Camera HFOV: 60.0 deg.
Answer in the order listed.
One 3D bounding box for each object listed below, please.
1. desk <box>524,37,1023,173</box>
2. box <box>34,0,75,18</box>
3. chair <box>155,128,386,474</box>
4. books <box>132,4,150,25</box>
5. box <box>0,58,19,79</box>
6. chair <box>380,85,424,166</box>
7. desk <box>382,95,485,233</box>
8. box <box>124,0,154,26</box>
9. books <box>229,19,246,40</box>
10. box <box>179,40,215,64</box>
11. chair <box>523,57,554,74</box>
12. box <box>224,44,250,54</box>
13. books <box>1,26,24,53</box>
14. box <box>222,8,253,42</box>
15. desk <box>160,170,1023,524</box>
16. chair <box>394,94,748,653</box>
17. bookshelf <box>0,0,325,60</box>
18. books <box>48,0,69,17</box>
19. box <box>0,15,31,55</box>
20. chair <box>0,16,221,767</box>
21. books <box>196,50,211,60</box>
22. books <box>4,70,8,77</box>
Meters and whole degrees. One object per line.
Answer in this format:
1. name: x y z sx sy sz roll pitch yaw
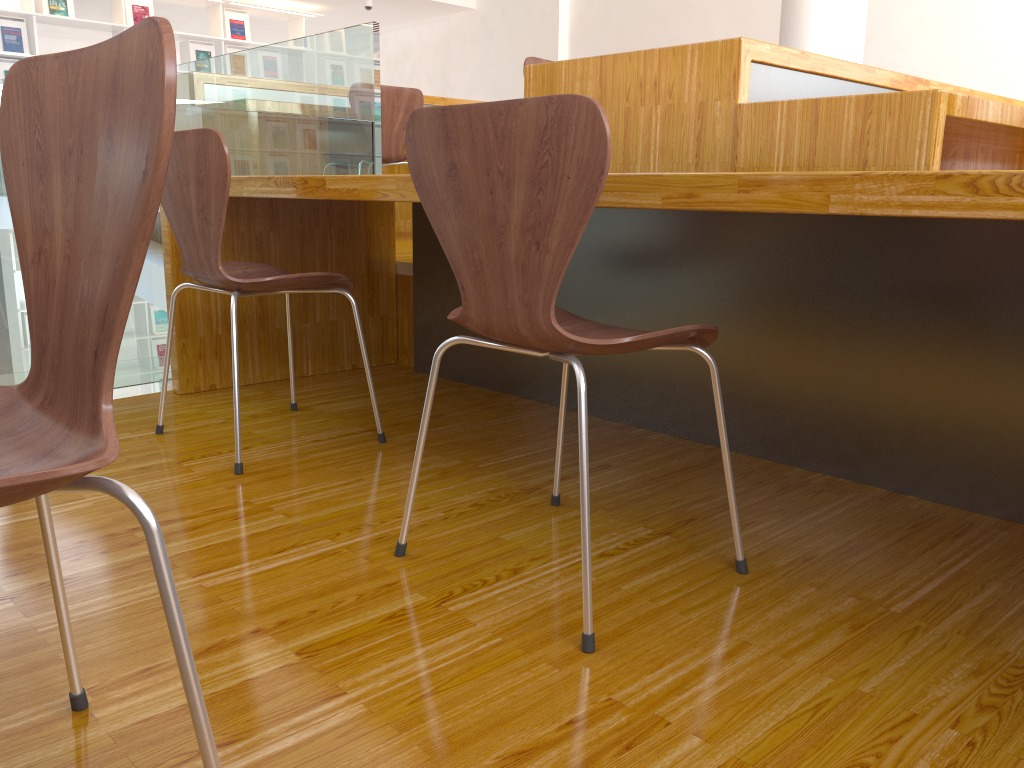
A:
1. desk: 1.615 -0.706 3.388 3.194 0.762 1.247 -11 17 -42
2. box: -3.841 -3.210 7.438 0.245 0.296 0.274 -11 17 -42
3. chair: -0.571 -0.210 2.030 0.381 0.693 0.428 -11 17 -42
4. books: -3.273 -3.232 7.835 0.145 0.210 0.037 -11 17 -42
5. box: -4.122 -2.518 7.326 0.245 0.296 0.274 -11 17 -42
6. chair: -0.671 -1.033 4.190 0.428 0.693 0.381 -11 17 -42
7. desk: -0.392 -1.315 5.351 3.196 0.757 1.248 -11 17 -42
8. box: -3.345 -3.303 7.891 0.245 0.296 0.274 -11 17 -42
9. books: -2.610 -3.355 8.444 0.145 0.210 0.037 -11 17 -42
10. box: -2.942 -3.057 8.338 0.245 0.296 0.274 -11 17 -42
11. chair: 0.291 -0.786 3.118 0.428 0.693 0.381 -11 17 -42
12. box: -2.678 -3.107 8.581 0.245 0.296 0.274 -11 17 -42
13. books: -4.048 -2.781 7.188 0.145 0.210 0.037 -11 17 -42
14. box: -2.674 -3.427 8.511 0.245 0.296 0.274 -11 17 -42
15. desk: 0.451 -0.049 1.553 0.760 0.606 3.356 -11 17 -42
16. chair: 0.094 -0.051 1.340 0.381 0.693 0.428 -11 17 -42
17. bookshelf: -3.128 -2.668 8.152 2.984 1.836 0.498 -11 17 -42
18. books: -3.774 -3.154 7.370 0.145 0.210 0.037 -11 17 -42
19. box: -4.123 -2.838 7.252 0.245 0.296 0.274 -11 17 -42
20. chair: -0.476 0.087 0.667 0.381 0.693 0.428 -11 17 -42
21. books: -2.870 -3.000 8.276 0.145 0.210 0.037 -11 17 -42
22. books: -4.058 -2.450 7.255 0.145 0.210 0.037 -11 17 -42
